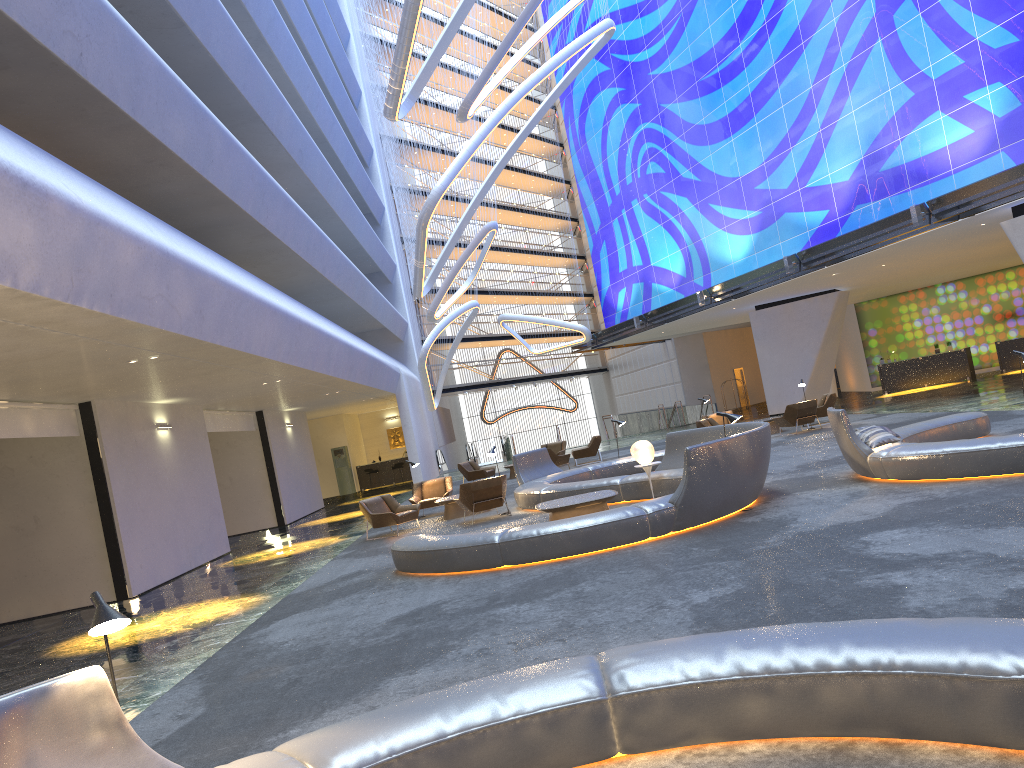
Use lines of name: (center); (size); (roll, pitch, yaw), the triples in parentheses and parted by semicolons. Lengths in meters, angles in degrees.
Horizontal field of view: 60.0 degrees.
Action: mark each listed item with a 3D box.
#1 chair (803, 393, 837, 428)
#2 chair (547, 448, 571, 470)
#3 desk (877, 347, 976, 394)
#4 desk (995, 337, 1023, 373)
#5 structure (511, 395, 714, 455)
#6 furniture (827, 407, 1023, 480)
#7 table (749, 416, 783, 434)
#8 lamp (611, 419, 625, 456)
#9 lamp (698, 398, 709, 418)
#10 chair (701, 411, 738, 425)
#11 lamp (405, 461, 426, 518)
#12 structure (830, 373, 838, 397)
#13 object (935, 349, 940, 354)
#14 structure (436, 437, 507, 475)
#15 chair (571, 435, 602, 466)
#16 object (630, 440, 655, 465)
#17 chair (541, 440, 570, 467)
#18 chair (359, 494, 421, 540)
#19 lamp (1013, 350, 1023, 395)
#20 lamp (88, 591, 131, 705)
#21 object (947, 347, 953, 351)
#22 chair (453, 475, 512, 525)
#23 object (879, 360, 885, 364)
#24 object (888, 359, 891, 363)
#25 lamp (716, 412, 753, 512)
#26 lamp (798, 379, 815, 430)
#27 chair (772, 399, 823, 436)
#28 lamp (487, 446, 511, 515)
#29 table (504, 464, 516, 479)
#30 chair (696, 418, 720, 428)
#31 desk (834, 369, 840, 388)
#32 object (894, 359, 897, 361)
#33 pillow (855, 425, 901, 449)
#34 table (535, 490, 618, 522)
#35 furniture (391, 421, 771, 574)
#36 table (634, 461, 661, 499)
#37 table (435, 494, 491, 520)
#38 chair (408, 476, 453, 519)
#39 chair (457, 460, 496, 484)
chair: (8.113, 0.699, 23.460); (0.939, 0.766, 0.929); (-12, -2, 8)
chair: (1.060, 2.174, 25.033); (0.936, 0.766, 0.933); (-10, -2, -39)
desk: (14.888, -0.466, 31.892); (2.987, 1.097, 0.811); (-13, -2, 38)
desk: (18.461, -1.236, 30.554); (2.987, 1.097, 0.811); (-13, -2, 36)
structure: (5.106, 5.891, 49.116); (9.303, 8.396, 19.749); (-11, -2, -1)
furniture: (7.306, 0.130, 9.270); (5.180, 0.969, 9.944); (-11, -2, -9)
table: (6.699, 1.184, 23.907); (1.203, 0.392, 1.204); (-11, -2, -1)
lamp: (2.426, 1.395, 19.504); (0.385, 1.300, 0.201); (-11, -1, 16)
lamp: (5.538, 1.014, 25.241); (0.385, 1.300, 0.201); (-11, -1, 16)
chair: (5.925, 1.209, 25.187); (0.930, 0.766, 0.939); (-11, -2, 5)
lamp: (-2.116, 2.303, 19.523); (0.385, 1.300, 0.201); (-11, -1, 16)
structure: (13.478, -0.423, 37.726); (1.020, 2.050, 0.775); (-11, -1, -23)
object: (15.062, -1.156, 31.369); (0.150, 0.145, 0.150); (-12, -2, 32)
structure: (-1.203, 7.096, 48.594); (3.016, 8.235, 19.845); (-11, -2, -1)
chair: (2.251, 2.001, 26.579); (0.939, 0.766, 0.930); (-11, -2, 1)
object: (2.052, 1.078, 13.918); (0.367, 0.387, 0.318); (-11, -1, 6)
chair: (1.271, 2.255, 27.975); (0.932, 0.766, 0.937); (-12, -2, 26)
chair: (-2.345, 2.518, 17.010); (0.942, 0.766, 0.927); (-12, -2, 32)
lamp: (6.989, 0.167, 11.943); (0.201, 1.300, 0.385); (-11, -1, -25)
lamp: (-1.731, 1.576, 3.979); (0.201, 1.300, 0.385); (-11, -1, -42)
object: (15.404, -1.233, 31.157); (0.150, 0.145, 0.150); (-12, -2, 32)
chair: (-0.531, 2.129, 16.350); (0.927, 0.766, 0.941); (-11, -2, -17)
object: (13.569, -0.813, 32.478); (0.150, 0.149, 0.149); (-12, -2, 34)
object: (13.773, -0.839, 32.340); (0.108, 0.108, 0.110); (-12, -2, 34)
lamp: (2.845, 0.967, 11.265); (0.385, 1.300, 0.201); (-11, -1, 16)
lamp: (7.404, 0.518, 22.302); (0.202, 1.300, 0.383); (-11, -1, 15)
chair: (7.123, 0.839, 22.068); (0.927, 0.766, 0.941); (-11, -2, -17)
lamp: (-0.250, 1.808, 16.583); (0.202, 1.300, 0.383); (-11, -1, 15)
table: (0.428, 2.554, 26.714); (1.205, 0.392, 1.201); (-12, -2, 17)
chair: (5.309, 1.229, 22.729); (0.942, 0.766, 0.927); (-12, -2, 32)
desk: (16.913, -0.206, 47.778); (2.987, 1.097, 0.811); (-13, -2, 38)
object: (13.938, -0.858, 32.227); (0.072, 0.070, 0.072); (-12, -2, 34)
pillow: (4.829, 0.691, 11.862); (0.693, 0.262, 0.877); (-12, -2, 7)
table: (0.969, 1.868, 12.887); (1.203, 0.392, 1.204); (-11, -2, -1)
furniture: (1.759, 1.474, 14.880); (5.195, 0.969, 9.916); (-12, -2, 16)
table: (2.188, 1.553, 13.944); (0.418, 0.595, 0.428); (-11, -1, -2)
table: (-0.955, 2.474, 18.189); (1.203, 0.392, 1.204); (-11, -2, -1)
chair: (-1.729, 2.498, 19.469); (0.930, 0.766, 0.939); (-11, -2, 5)
chair: (-1.032, 2.649, 26.403); (0.941, 0.766, 0.927); (-12, -2, 24)
